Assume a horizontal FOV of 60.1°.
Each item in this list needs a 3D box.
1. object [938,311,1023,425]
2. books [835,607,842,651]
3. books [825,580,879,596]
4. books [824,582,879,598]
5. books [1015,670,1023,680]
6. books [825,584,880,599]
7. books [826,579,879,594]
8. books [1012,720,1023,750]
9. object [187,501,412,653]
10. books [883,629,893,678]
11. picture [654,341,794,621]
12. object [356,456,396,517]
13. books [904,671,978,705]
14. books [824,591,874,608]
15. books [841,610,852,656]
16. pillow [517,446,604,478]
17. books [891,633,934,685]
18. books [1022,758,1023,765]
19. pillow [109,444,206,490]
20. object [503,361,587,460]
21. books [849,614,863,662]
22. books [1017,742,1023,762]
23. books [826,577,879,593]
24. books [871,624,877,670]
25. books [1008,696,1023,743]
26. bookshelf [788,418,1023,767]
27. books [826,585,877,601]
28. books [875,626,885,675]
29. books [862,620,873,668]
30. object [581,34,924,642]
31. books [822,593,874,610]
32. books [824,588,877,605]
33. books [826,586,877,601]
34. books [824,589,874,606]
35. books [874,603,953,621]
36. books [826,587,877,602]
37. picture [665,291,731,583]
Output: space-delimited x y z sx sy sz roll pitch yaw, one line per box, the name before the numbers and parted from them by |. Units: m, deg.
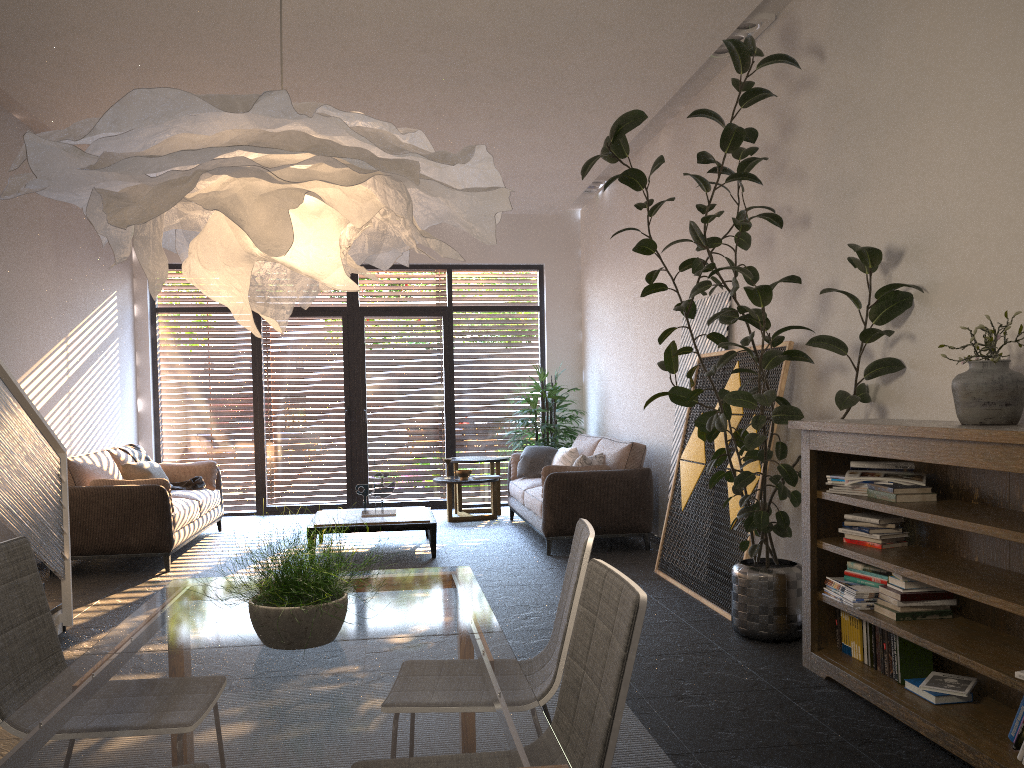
object | 1.742 -0.057 3.244 0.385 0.413 0.275 -1 1 -30
books | 1.617 1.128 4.175 0.171 0.241 0.084 -1 2 -8
books | 1.559 0.902 3.926 0.218 0.008 0.304 -1 -1 -5
books | 1.556 0.909 3.926 0.218 0.008 0.304 -1 -1 -5
books | 1.705 0.911 2.701 0.174 0.019 0.243 -1 -1 -18
books | 1.558 0.916 3.929 0.218 0.008 0.288 -1 -1 -4
books | 1.563 0.894 3.925 0.218 0.008 0.304 -1 -1 -3
books | 1.751 1.134 2.896 0.146 0.183 0.147 -1 1 -5
object | -0.506 0.461 2.155 0.531 0.368 0.667 -1 0 -13
books | 1.674 1.121 3.770 0.171 0.241 0.084 -1 2 -8
picture | 1.330 0.574 5.793 0.386 1.608 1.496 -1 1 -8
object | -1.478 -1.164 3.424 0.365 4.480 8.898 -1 0 3
books | 1.691 1.207 3.514 0.258 0.050 0.270 -2 -1 37
books | 1.556 0.953 3.936 0.218 0.007 0.304 -1 -1 -3
books | 1.626 1.131 4.107 0.171 0.235 0.100 -1 2 -8
pillow | 0.448 0.790 8.479 0.618 0.343 1.892 -1 -1 -8
books | 1.672 1.119 3.698 0.167 0.242 0.104 -1 2 -8
books | 1.729 1.104 2.803 0.174 0.235 0.100 -1 2 -8
pillow | -3.541 0.929 8.383 0.955 0.709 1.017 -1 0 16
object | 0.383 0.602 10.063 0.977 1.726 0.913 -2 2 -43
books | 1.638 1.128 4.026 0.171 0.236 0.107 -1 2 -8
books | 1.725 1.125 2.843 0.155 0.194 0.104 -1 1 -8
books | 1.562 0.885 3.924 0.218 0.013 0.304 -1 -1 -3
books | 1.658 1.123 3.882 0.171 0.241 0.055 -1 2 -8
books | 1.787 1.111 2.970 0.171 0.228 0.164 -1 1 -8
bookshelf | 1.683 0.738 3.320 0.451 1.173 1.917 -1 0 -8
books | 1.562 0.920 3.926 0.218 0.006 0.304 -1 -1 -3
books | 1.666 1.130 3.830 0.171 0.225 0.083 -1 2 -8
books | 1.645 1.125 3.938 0.167 0.241 0.099 -1 2 -8
object | 1.208 -0.241 4.667 0.907 3.205 2.010 -2 2 -30
books | 1.556 0.960 3.935 0.218 0.008 0.304 -1 -1 -8
books | 1.554 0.937 3.935 0.218 0.013 0.304 -1 -1 -3
books | 1.561 0.926 3.935 0.218 0.008 0.288 -1 -1 -2
books | 1.556 0.945 3.934 0.218 0.008 0.304 -1 -1 -3
books | 1.663 0.942 3.680 0.243 0.034 0.179 -1 -1 -6
books | 1.560 0.932 3.935 0.218 0.008 0.288 -1 -1 -2
picture | 1.353 0.375 6.556 0.207 2.022 0.956 -1 2 -8
